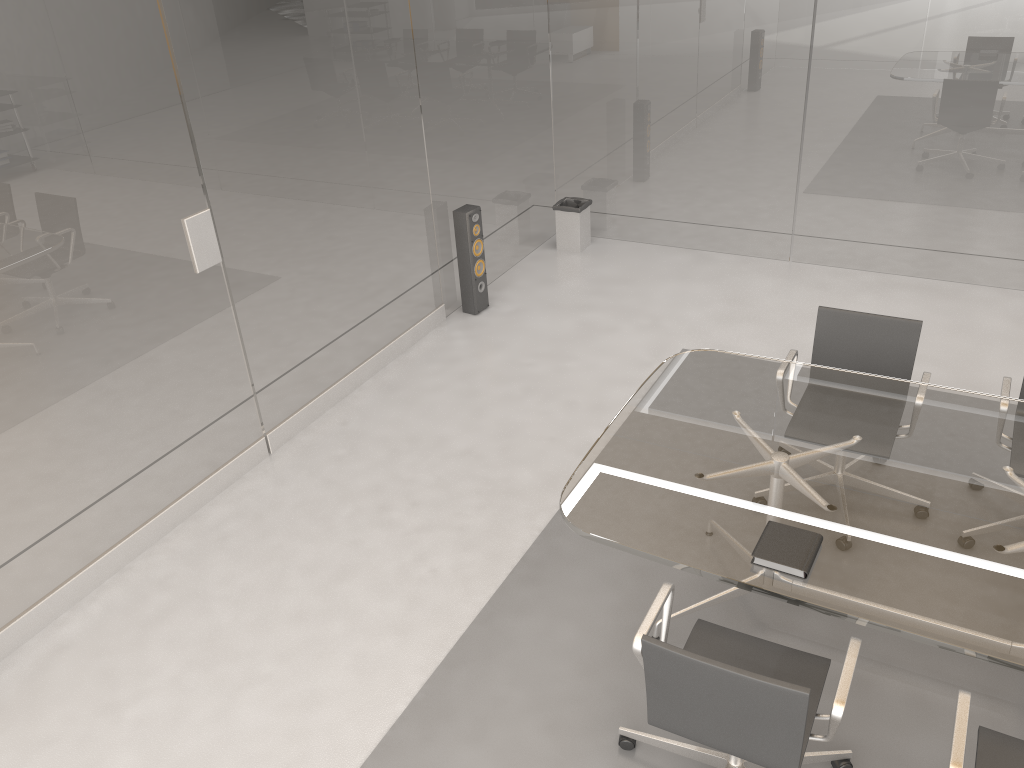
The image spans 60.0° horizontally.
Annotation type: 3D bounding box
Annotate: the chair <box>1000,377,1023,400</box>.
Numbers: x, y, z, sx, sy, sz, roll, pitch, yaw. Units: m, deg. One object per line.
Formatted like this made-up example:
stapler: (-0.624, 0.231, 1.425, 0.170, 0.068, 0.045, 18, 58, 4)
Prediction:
chair: (2.173, 0.305, 3.439, 0.731, 0.805, 0.710, 3, 30, 12)

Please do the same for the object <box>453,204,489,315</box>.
object: (-0.260, -0.805, 5.795, 0.124, 0.706, 0.152, 15, 35, 30)

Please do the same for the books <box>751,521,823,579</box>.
books: (0.811, 0.486, 2.614, 0.164, 0.032, 0.183, 13, 34, 28)

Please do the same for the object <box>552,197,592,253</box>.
object: (0.466, -1.213, 6.761, 0.233, 0.363, 0.233, 12, 34, 26)

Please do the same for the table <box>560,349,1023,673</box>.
table: (1.745, 0.723, 2.841, 3.054, 0.721, 1.372, 12, 34, 26)

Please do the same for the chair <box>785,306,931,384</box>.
chair: (1.416, 0.184, 3.748, 0.731, 0.805, 0.710, 3, 30, 12)

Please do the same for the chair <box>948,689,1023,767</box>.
chair: (1.352, 1.080, 2.190, 0.731, 0.805, 0.710, 3, 30, 12)

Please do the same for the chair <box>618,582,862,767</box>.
chair: (0.671, 0.896, 2.599, 0.731, 0.805, 0.710, 3, 30, 12)
